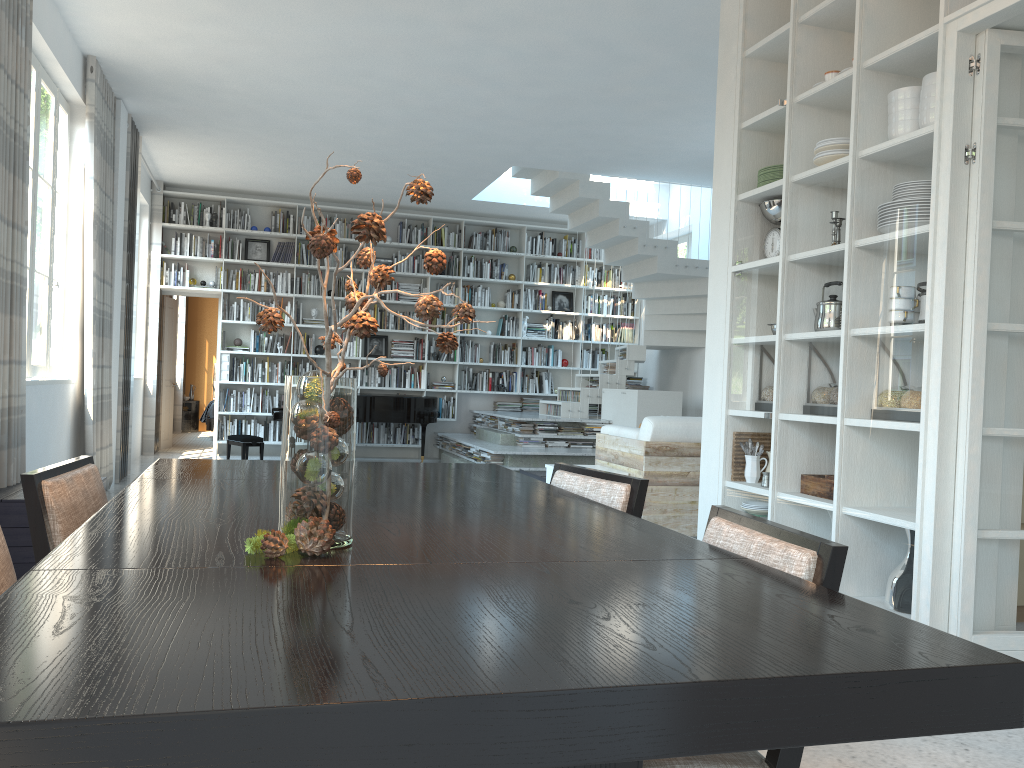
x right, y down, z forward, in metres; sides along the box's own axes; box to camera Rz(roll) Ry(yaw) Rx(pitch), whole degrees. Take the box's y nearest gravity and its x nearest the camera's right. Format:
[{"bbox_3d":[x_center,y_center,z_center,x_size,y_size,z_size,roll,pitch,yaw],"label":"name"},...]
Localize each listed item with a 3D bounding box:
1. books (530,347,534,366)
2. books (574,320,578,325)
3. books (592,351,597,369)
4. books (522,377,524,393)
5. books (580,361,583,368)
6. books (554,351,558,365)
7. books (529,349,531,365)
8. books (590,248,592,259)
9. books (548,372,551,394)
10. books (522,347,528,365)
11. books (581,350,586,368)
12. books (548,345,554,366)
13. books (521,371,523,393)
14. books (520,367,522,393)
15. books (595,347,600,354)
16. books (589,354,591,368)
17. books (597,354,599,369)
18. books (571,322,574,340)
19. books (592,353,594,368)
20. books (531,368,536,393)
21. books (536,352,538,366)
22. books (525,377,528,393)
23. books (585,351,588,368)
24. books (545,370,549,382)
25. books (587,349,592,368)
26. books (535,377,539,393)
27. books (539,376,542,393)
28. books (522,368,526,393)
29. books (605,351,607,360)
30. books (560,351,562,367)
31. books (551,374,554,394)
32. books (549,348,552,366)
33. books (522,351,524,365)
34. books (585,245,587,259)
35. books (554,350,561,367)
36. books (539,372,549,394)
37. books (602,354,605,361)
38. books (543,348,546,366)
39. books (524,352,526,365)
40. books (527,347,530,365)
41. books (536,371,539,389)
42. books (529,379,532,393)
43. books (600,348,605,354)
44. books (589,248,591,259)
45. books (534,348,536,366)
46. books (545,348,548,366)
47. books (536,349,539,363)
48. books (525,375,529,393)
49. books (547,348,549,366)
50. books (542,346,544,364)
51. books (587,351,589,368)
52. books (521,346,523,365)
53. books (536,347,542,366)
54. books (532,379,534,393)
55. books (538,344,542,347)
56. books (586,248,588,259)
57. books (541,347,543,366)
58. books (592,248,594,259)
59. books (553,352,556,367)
[{"bbox_3d":[0.255,-0.369,11.948,0.045,0.246,0.185,2,0,-16],"label":"books"},{"bbox_3d":[0.876,-0.729,12.154,0.029,0.283,0.138,2,1,-16],"label":"books"},{"bbox_3d":[1.124,-0.334,12.194,0.027,0.248,0.184,2,0,-16],"label":"books"},{"bbox_3d":[0.130,0.009,11.955,0.033,0.213,0.140,2,0,-16],"label":"books"},{"bbox_3d":[0.909,-0.356,12.158,0.085,0.278,0.159,2,1,-16],"label":"books"},{"bbox_3d":[0.582,-0.341,12.066,0.037,0.218,0.139,2,0,-16],"label":"books"},{"bbox_3d":[0.227,-0.358,11.946,0.011,0.223,0.162,2,0,-16],"label":"books"},{"bbox_3d":[1.062,-1.818,12.144,0.012,0.269,0.184,2,0,-16],"label":"books"},{"bbox_3d":[0.492,-0.013,12.034,0.025,0.287,0.160,2,1,-16],"label":"books"},{"bbox_3d":[0.177,-0.371,11.933,0.047,0.244,0.177,2,0,-16],"label":"books"},{"bbox_3d":[0.965,-0.342,12.159,0.024,0.252,0.175,2,0,-16],"label":"books"},{"bbox_3d":[0.520,-0.380,12.027,0.026,0.290,0.181,2,1,-16],"label":"books"},{"bbox_3d":[0.112,-0.029,11.937,0.015,0.287,0.138,2,1,-16],"label":"books"},{"bbox_3d":[0.100,-0.054,11.930,0.014,0.337,0.132,2,1,-16],"label":"books"},{"bbox_3d":[1.177,-0.356,12.237,0.013,0.297,0.141,2,1,-16],"label":"books"},{"bbox_3d":[1.045,-0.313,12.186,0.029,0.201,0.172,2,0,-16],"label":"books"},{"bbox_3d":[1.155,-0.308,12.232,0.027,0.201,0.164,2,0,-16],"label":"books"},{"bbox_3d":[0.807,-0.718,12.118,0.024,0.255,0.145,2,1,-16],"label":"books"},{"bbox_3d":[1.091,-0.315,12.212,0.025,0.208,0.149,2,0,-16],"label":"books"},{"bbox_3d":[0.285,-0.045,11.978,0.014,0.333,0.168,2,1,-16],"label":"books"},{"bbox_3d":[0.312,-0.334,11.969,0.027,0.181,0.186,2,0,-16],"label":"books"},{"bbox_3d":[0.172,0.010,11.955,0.023,0.214,0.163,2,0,-16],"label":"books"},{"bbox_3d":[0.992,-0.333,12.175,0.037,0.236,0.153,2,0,-16],"label":"books"},{"bbox_3d":[0.469,-0.033,12.049,0.012,0.326,0.136,2,1,-16],"label":"books"},{"bbox_3d":[1.067,-0.345,12.211,0.024,0.267,0.133,2,1,-16],"label":"books"},{"bbox_3d":[0.315,0.015,11.987,0.052,0.217,0.184,2,0,-16],"label":"books"},{"bbox_3d":[0.364,0.006,12.004,0.031,0.239,0.171,2,0,-16],"label":"books"},{"bbox_3d":[0.155,-0.047,11.960,0.013,0.327,0.130,2,1,-16],"label":"books"},{"bbox_3d":[1.278,-0.330,12.270,0.012,0.254,0.161,2,0,-16],"label":"books"},{"bbox_3d":[0.638,-0.341,12.074,0.027,0.223,0.170,2,0,-16],"label":"books"},{"bbox_3d":[0.531,-0.005,12.055,0.062,0.274,0.148,2,1,-16],"label":"books"},{"bbox_3d":[0.497,-0.358,12.017,0.023,0.244,0.189,2,0,-16],"label":"books"},{"bbox_3d":[0.127,-0.344,11.925,0.023,0.186,0.159,2,0,-16],"label":"books"},{"bbox_3d":[0.983,-1.843,12.124,0.011,0.313,0.172,2,1,-16],"label":"books"},{"bbox_3d":[0.614,-0.348,12.066,0.025,0.235,0.181,2,0,-16],"label":"books"},{"bbox_3d":[0.427,-0.018,11.978,0.075,0.291,0.255,2,0,-16],"label":"books"},{"bbox_3d":[1.235,-0.307,12.237,0.021,0.205,0.174,2,0,-16],"label":"books"},{"bbox_3d":[0.418,-0.362,12.015,0.026,0.246,0.165,2,0,-16],"label":"books"},{"bbox_3d":[0.149,-0.342,11.929,0.022,0.184,0.162,2,0,-16],"label":"books"},{"bbox_3d":[0.208,-0.371,11.953,0.024,0.247,0.143,2,1,-16],"label":"books"},{"bbox_3d":[0.340,-0.028,12.016,0.010,0.304,0.131,2,1,-16],"label":"books"},{"bbox_3d":[0.235,0.026,11.975,0.030,0.188,0.140,2,0,-16],"label":"books"},{"bbox_3d":[1.250,-0.346,12.249,0.011,0.284,0.161,2,1,-16],"label":"books"},{"bbox_3d":[1.046,-1.827,12.153,0.013,0.286,0.150,2,1,-16],"label":"books"},{"bbox_3d":[0.284,-0.364,11.973,0.026,0.239,0.177,2,0,-16],"label":"books"},{"bbox_3d":[0.443,-0.362,12.001,0.014,0.249,0.177,2,0,-16],"label":"books"},{"bbox_3d":[0.329,-0.357,11.984,0.012,0.229,0.179,2,0,-16],"label":"books"},{"bbox_3d":[0.194,-0.004,11.950,0.015,0.243,0.156,2,0,-16],"label":"books"},{"bbox_3d":[0.473,-0.364,12.036,0.012,0.254,0.161,2,0,-16],"label":"books"},{"bbox_3d":[0.402,-0.376,12.006,0.011,0.272,0.152,2,1,-16],"label":"books"},{"bbox_3d":[1.020,-0.335,12.184,0.022,0.242,0.151,2,0,-16],"label":"books"},{"bbox_3d":[0.109,-0.379,11.930,0.012,0.254,0.161,2,0,-16],"label":"books"},{"bbox_3d":[0.355,-0.369,11.967,0.028,0.255,0.191,2,0,-16],"label":"books"},{"bbox_3d":[0.263,0.029,11.976,0.024,0.185,0.149,2,0,-16],"label":"books"},{"bbox_3d":[0.370,-0.391,11.993,0.013,0.299,0.147,2,1,-16],"label":"books"},{"bbox_3d":[1.004,-1.823,12.144,0.022,0.275,0.160,2,1,-16],"label":"books"},{"bbox_3d":[0.385,-0.371,11.980,0.012,0.262,0.186,2,0,-16],"label":"books"},{"bbox_3d":[1.076,-1.797,12.152,0.022,0.229,0.174,2,0,-16],"label":"books"},{"bbox_3d":[0.554,-0.334,12.042,0.030,0.201,0.189,2,0,-16],"label":"books"}]
